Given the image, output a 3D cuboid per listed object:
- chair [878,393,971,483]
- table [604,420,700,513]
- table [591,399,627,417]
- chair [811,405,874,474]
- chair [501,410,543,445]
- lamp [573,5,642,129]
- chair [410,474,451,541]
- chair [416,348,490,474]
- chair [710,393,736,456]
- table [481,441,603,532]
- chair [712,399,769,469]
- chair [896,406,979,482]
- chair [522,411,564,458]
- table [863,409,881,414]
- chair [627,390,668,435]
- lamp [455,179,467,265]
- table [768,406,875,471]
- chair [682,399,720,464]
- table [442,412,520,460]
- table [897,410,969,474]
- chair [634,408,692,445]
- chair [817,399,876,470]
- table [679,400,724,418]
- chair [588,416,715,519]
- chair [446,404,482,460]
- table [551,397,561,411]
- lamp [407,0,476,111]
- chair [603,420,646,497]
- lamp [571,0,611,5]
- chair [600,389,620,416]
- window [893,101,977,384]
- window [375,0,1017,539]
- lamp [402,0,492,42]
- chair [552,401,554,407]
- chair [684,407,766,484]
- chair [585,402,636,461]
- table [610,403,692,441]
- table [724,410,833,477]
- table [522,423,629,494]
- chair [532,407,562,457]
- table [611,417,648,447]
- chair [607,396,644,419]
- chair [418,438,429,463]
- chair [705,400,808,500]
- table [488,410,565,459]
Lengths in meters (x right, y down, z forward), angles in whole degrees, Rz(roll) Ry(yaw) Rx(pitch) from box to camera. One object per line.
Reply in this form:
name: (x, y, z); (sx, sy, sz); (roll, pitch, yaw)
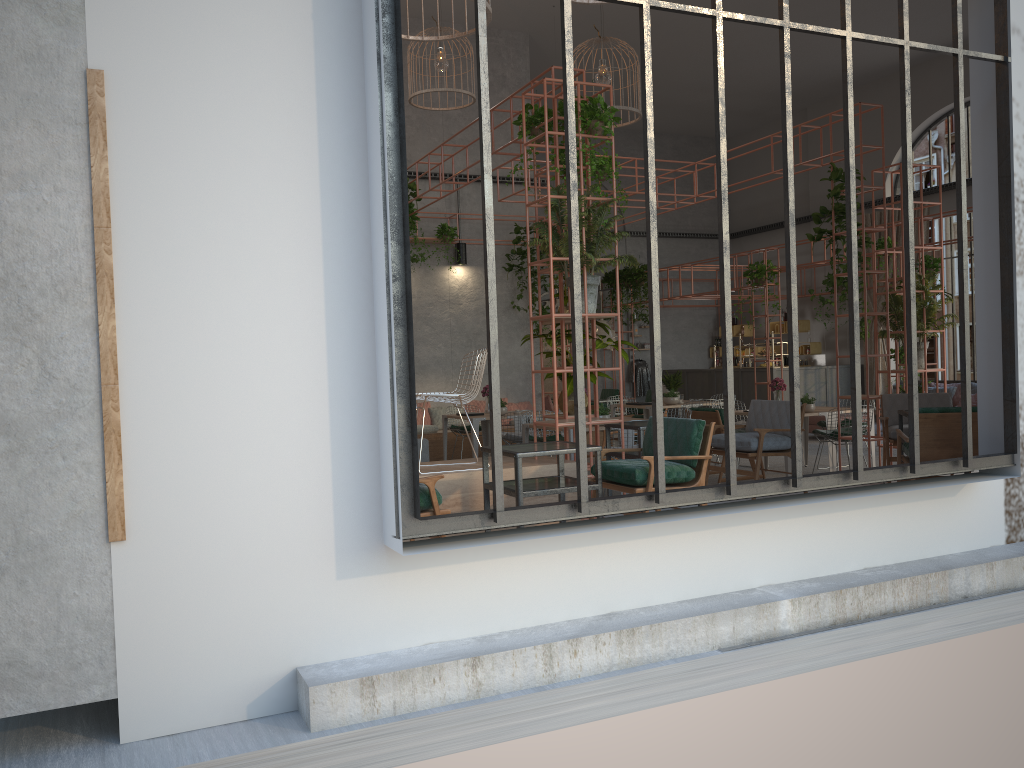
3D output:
chair: (3.985, 0.556, 8.613); (0.722, 0.914, 0.685); (-2, 1, 16)
table: (1.228, 0.735, 7.690); (0.635, 0.798, 0.602); (-3, 2, -24)
table: (1.782, 0.697, 16.827); (0.635, 0.798, 0.602); (-3, 2, -24)
chair: (3.854, 0.700, 10.343); (0.565, 0.941, 0.717); (-2, 1, -8)
chair: (0.119, 0.803, 11.706); (0.565, 0.941, 0.717); (-2, 1, -8)
lamp: (1.024, -4.856, 10.420); (0.883, 3.476, 0.883); (-1, 2, 28)
chair: (-0.802, 0.800, 5.480); (0.685, 0.929, 0.722); (-3, 2, -24)
chair: (-0.520, 0.195, 6.952); (0.717, 0.941, 0.565); (-2, 1, -16)
chair: (3.208, 0.632, 14.131); (0.717, 0.941, 0.565); (-3, 2, -28)
table: (0.202, 0.815, 5.930); (0.635, 0.798, 0.602); (-3, 2, -24)
chair: (3.080, 0.687, 12.031); (0.565, 0.941, 0.717); (-3, 2, -23)
chair: (3.381, 0.620, 6.804); (0.722, 0.917, 0.685); (-2, 1, 16)
chair: (0.475, 0.810, 10.903); (0.565, 0.941, 0.717); (-3, 2, -23)
table: (6.823, 0.690, 16.518); (0.520, 0.455, 0.916); (-3, 2, -24)
chair: (2.630, 0.590, 17.202); (0.685, 0.929, 0.722); (-3, 2, -24)
lamp: (-0.871, -2.713, 14.831); (0.179, 1.425, 0.185); (-3, 2, -24)
table: (3.927, 0.729, 11.380); (0.694, 0.830, 1.214); (-3, 2, -24)
chair: (2.688, 0.681, 12.871); (0.565, 0.941, 0.717); (-2, 1, -8)
table: (-0.440, 0.851, 12.452); (0.694, 0.830, 1.205); (-3, 2, -24)
table: (3.765, 0.640, 7.795); (0.602, 0.798, 0.635); (-2, 1, 16)
chair: (1.770, 0.773, 10.476); (0.717, 0.941, 0.565); (-3, 2, -28)
chair: (4.375, 0.650, 11.603); (0.717, 0.941, 0.565); (-3, 2, -28)
table: (2.761, 0.698, 13.908); (0.694, 0.830, 1.214); (-3, 2, -24)
chair: (0.984, 0.715, 6.290); (0.685, 0.929, 0.722); (-3, 2, -24)
chair: (-0.655, 0.791, 13.394); (0.565, 0.941, 0.717); (-3, 2, -23)
table: (1.057, 0.685, 18.425); (0.635, 0.798, 0.602); (-3, 2, -24)
lamp: (-0.978, -5.448, 11.598); (0.883, 3.476, 0.883); (-1, 2, 28)
chair: (1.249, 0.822, 9.215); (0.565, 0.941, 0.717); (-2, 1, -8)
lamp: (0.619, -4.749, 6.585); (0.883, 3.476, 0.883); (-1, 2, 28)
chair: (1.899, 0.578, 18.814); (0.685, 0.930, 0.722); (-3, 2, -24)
window: (9.117, -2.750, 17.209); (0.089, 5.538, 4.127); (-3, 2, -24)
window: (1.271, -2.160, 4.746); (4.126, 5.544, 0.089); (-3, 2, -24)
lamp: (-0.643, -4.255, 6.072); (0.883, 3.476, 0.883); (-1, 2, 28)
chair: (1.182, 0.566, 20.392); (0.685, 0.930, 0.722); (-3, 2, -24)
chair: (2.590, 0.737, 10.880); (0.685, 0.917, 0.722); (-3, 2, -24)
chair: (1.424, 0.719, 13.408); (0.685, 0.917, 0.722); (-3, 2, -24)
table: (2.128, 0.729, 13.616); (0.694, 0.830, 1.205); (-3, 2, -24)
table: (3.295, 0.760, 11.089); (0.694, 0.830, 1.205); (-3, 2, -24)
table: (0.690, 0.869, 9.961); (0.694, 0.830, 1.205); (-3, 2, -24)
chair: (0.640, 0.754, 12.966); (0.717, 0.941, 0.565); (-3, 2, -28)
table: (1.320, 0.839, 10.251); (0.694, 0.830, 1.214); (-3, 2, -24)
chair: (1.913, 0.669, 14.558); (0.565, 0.941, 0.717); (-3, 2, -23)
chair: (-1.479, 0.823, 8.832); (1.056, 0.586, 1.127); (-3, 2, -24)
chair: (2.229, 0.625, 8.134); (0.685, 0.929, 0.722); (-3, 2, -24)
table: (0.192, 0.820, 12.743); (0.694, 0.830, 1.214); (-3, 2, -24)
